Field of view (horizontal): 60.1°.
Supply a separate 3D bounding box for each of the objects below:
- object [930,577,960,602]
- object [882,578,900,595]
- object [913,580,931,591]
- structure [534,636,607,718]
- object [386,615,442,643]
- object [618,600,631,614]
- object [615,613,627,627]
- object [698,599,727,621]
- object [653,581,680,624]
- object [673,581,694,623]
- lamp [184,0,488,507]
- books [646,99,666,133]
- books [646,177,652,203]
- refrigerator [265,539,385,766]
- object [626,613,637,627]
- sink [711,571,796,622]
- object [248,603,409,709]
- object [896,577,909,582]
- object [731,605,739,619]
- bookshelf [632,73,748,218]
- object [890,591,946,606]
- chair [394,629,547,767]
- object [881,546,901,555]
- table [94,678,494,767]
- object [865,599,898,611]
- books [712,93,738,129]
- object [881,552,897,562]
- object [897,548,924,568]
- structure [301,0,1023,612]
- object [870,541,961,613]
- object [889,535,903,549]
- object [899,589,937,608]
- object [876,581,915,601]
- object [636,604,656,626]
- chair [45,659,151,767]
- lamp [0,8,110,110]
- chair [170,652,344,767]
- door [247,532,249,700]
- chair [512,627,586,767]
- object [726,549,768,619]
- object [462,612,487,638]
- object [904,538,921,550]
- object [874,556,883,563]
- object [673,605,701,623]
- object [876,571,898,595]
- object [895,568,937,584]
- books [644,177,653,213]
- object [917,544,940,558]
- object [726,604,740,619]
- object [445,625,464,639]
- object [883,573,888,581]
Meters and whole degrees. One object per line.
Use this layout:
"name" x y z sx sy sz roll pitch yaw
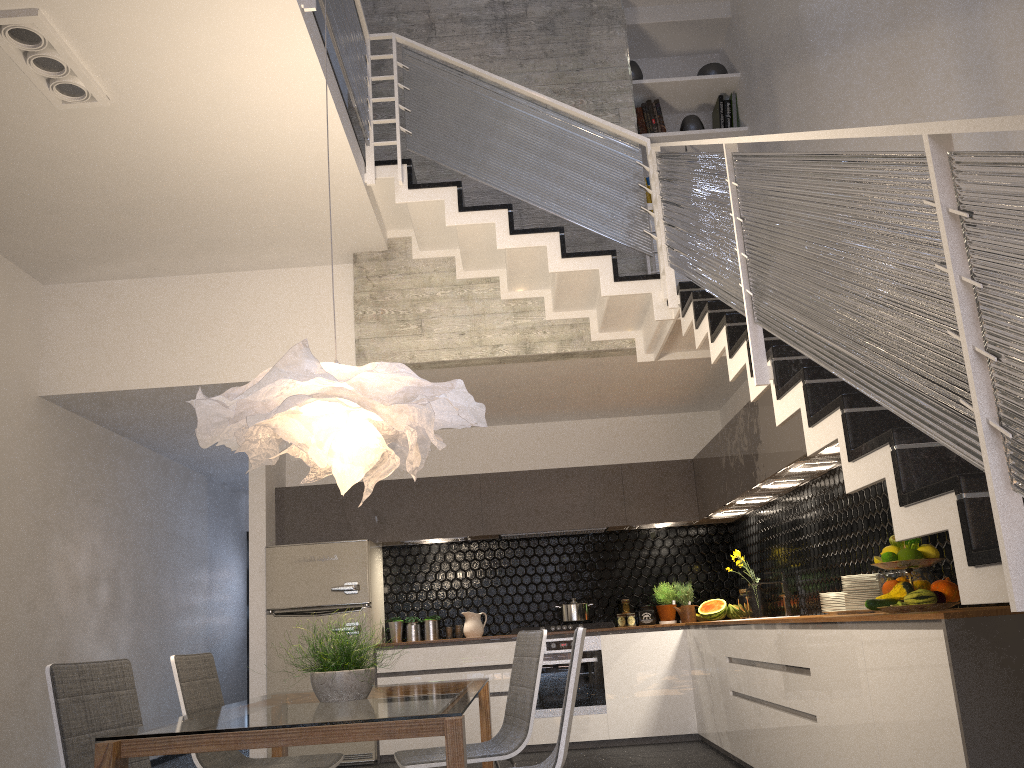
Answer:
"object" 1.720 0.822 3.517 0.111 0.109 0.114 2 -15 -23
"object" 1.533 0.824 3.557 0.087 0.091 0.086 -5 -14 5
"object" 1.652 0.829 3.569 0.088 0.077 0.089 -14 -17 34
"structure" 0.426 2.353 7.159 0.587 0.581 0.591 -4 -14 0
"object" -0.830 2.068 7.496 0.482 0.218 0.174 -3 -14 -3
"object" 0.953 1.893 7.528 0.083 0.112 0.084 1 -15 -19
"object" 0.927 2.007 7.516 0.083 0.112 0.084 -4 -14 0
"object" 1.645 1.853 7.261 0.237 0.172 0.219 -12 -16 28
"object" 1.319 1.848 7.492 0.245 0.350 0.237 -5 -14 4
"object" 1.459 1.821 7.475 0.170 0.374 0.185 -14 -16 36
"lamp" -0.841 -2.041 3.989 1.119 5.150 1.073 -6 -13 11
"books" 1.104 -1.948 6.821 0.134 0.378 0.275 -4 -14 0
"books" 1.098 -1.333 6.683 0.171 0.369 0.275 -4 -14 0
"refrigerator" -1.498 2.173 7.185 0.829 1.691 0.779 -4 -13 0
"object" 1.014 1.999 7.512 0.083 0.112 0.084 -6 -14 10
"sink" 1.673 1.532 6.089 0.489 0.443 0.732 -4 -15 0
"object" -0.646 1.007 3.305 0.531 0.363 0.676 -3 -15 -5
"object" 1.586 0.822 3.630 0.059 0.055 0.128 -4 -15 1
"object" 1.881 1.923 7.470 0.132 0.118 0.206 -9 -16 19
"bookshelf" 1.250 -1.689 6.682 0.973 1.093 0.448 -4 -13 0
"object" 1.589 0.852 3.461 0.229 0.075 0.070 -2 -14 -9
"chair" -0.154 1.480 3.566 0.601 0.908 0.481 -1 -14 -14
"object" 1.537 0.683 3.582 0.068 0.057 0.072 -4 -14 -1
"table" -0.595 1.513 3.202 0.997 0.706 1.823 -4 -15 0
"object" 1.513 0.873 3.522 0.239 0.048 0.062 1 -15 -19
"books" 1.635 -1.989 6.802 0.160 0.377 0.269 -4 -14 0
"object" 1.499 0.694 3.516 0.060 0.054 0.059 -13 -17 33
"object" 1.570 0.686 3.493 0.101 0.077 0.097 -3 -14 -4
"structure" -0.366 -1.907 4.985 4.234 8.209 8.566 -4 -14 0
"object" 1.586 0.699 3.554 0.352 0.420 0.356 -2 -14 -6
"object" 1.562 0.661 3.605 0.057 0.081 0.182 -11 -17 28
"object" 1.559 0.828 3.414 0.152 0.071 0.077 -15 -18 37
"object" 1.521 0.827 3.526 0.155 0.075 0.079 -14 -17 34
"object" 1.135 1.960 7.513 0.141 0.172 0.143 -4 -14 0
"chair" -1.124 1.347 2.849 0.602 0.908 0.480 -6 -13 9
"lamp" -2.070 -1.448 3.958 0.253 0.065 0.653 -4 -15 0
"chair" -1.018 1.540 3.567 0.601 0.908 0.481 -4 -13 0
"door" -2.556 2.859 10.444 1.108 2.288 0.162 -4 -13 0
"chair" -0.024 1.267 2.835 0.601 0.908 0.481 -5 -13 3
"object" 1.844 1.551 6.885 0.258 0.536 0.431 -10 -15 23
"object" -0.319 2.037 7.499 0.190 0.212 0.173 -7 -14 13
"object" 1.610 0.646 3.576 0.067 0.099 0.213 -8 -15 15
"object" 1.482 0.713 3.567 0.048 0.041 0.045 7 -18 -38
"object" 1.458 1.907 7.341 0.211 0.139 0.125 -14 -17 33
"object" 1.802 0.970 4.134 0.172 0.182 0.173 8 -18 -39
"object" 1.815 0.920 3.957 0.172 0.182 0.174 2 -15 -22
"books" 0.968 -1.322 6.683 0.159 0.368 0.275 -4 -14 0
"object" 1.646 0.667 3.500 0.079 0.068 0.060 -12 -16 27
"object" 1.861 1.873 7.299 0.149 0.125 0.225 -16 -19 38
"object" -0.491 2.107 7.521 0.160 0.109 0.079 -5 -14 5
"object" 1.599 0.835 3.654 0.126 0.119 0.061 -13 -16 31
